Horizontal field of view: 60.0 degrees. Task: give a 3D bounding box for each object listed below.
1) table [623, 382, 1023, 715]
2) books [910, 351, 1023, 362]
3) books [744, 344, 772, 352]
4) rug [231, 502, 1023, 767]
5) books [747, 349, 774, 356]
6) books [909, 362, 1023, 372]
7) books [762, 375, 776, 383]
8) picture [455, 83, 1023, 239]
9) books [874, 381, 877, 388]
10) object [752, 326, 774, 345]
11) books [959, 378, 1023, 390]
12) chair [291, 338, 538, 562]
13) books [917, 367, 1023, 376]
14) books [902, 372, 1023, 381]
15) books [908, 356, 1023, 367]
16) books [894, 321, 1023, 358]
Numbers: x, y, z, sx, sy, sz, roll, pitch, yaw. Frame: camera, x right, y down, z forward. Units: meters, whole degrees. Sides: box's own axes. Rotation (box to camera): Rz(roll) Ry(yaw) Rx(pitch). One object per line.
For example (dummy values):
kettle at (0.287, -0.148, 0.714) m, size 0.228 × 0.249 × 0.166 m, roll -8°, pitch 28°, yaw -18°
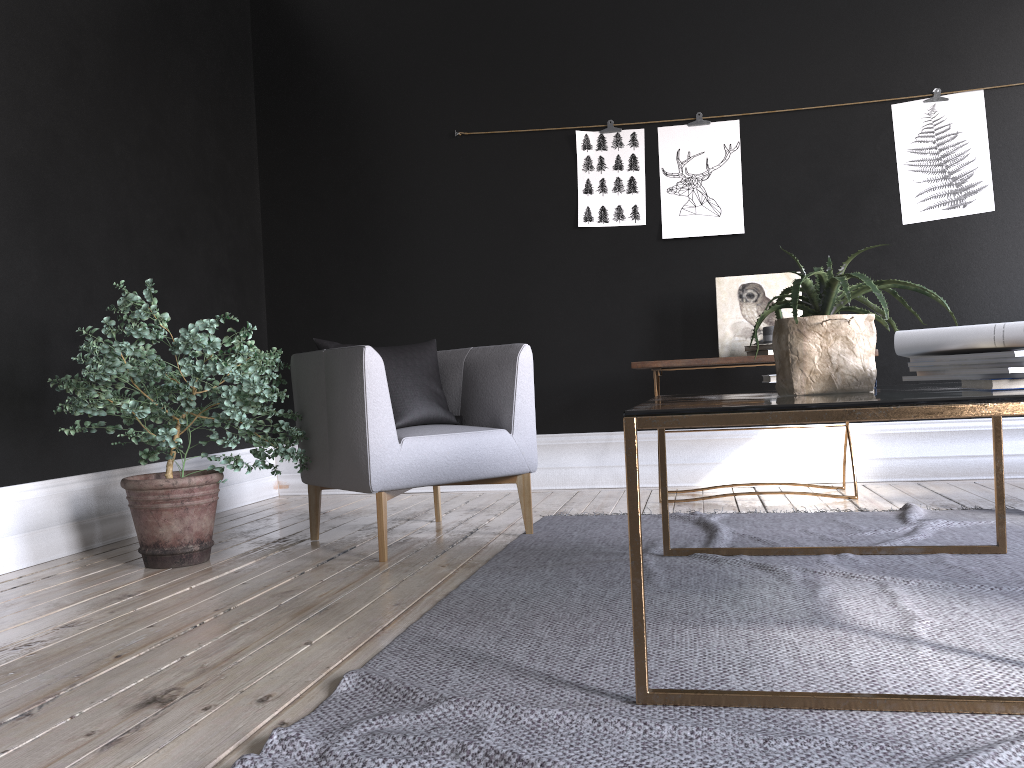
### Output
table at (0.904, 0.299, 2.275) m, size 1.093 × 0.558 × 1.448 m, roll -3°, pitch 0°, yaw 12°
books at (1.069, -0.063, 1.906) m, size 0.252 × 0.011 × 0.318 m, roll -3°, pitch 0°, yaw -12°
books at (1.348, -0.188, 4.483) m, size 0.193 × 0.030 × 0.289 m, roll -3°, pitch 0°, yaw -37°
rug at (0.760, 0.572, 2.265) m, size 2.106 × 0.050 × 3.643 m, roll -3°, pitch 0°, yaw 12°
books at (1.340, -0.159, 4.512) m, size 0.203 × 0.029 × 0.268 m, roll -3°, pitch 0°, yaw -8°
books at (1.084, -0.042, 1.930) m, size 0.252 × 0.011 × 0.318 m, roll -3°, pitch 0°, yaw -17°
books at (0.904, -0.021, 2.767) m, size 0.220 × 0.024 × 0.307 m, roll -3°, pitch 0°, yaw 12°
picture at (1.857, -1.243, 4.880) m, size 4.458 × 0.771 × 0.058 m, roll -3°, pitch 1°, yaw 12°
books at (0.969, 0.003, 2.750) m, size 0.193 × 0.030 × 0.289 m, roll -3°, pitch 0°, yaw -4°
object at (1.355, -0.247, 4.449) m, size 0.328 × 0.087 × 0.258 m, roll -3°, pitch 0°, yaw -22°
books at (1.075, -0.003, 1.894) m, size 0.162 × 0.023 × 0.231 m, roll -3°, pitch 0°, yaw 12°
chair at (-0.437, 0.222, 3.757) m, size 0.818 × 0.863 × 0.770 m, roll -3°, pitch 1°, yaw -38°
books at (1.083, -0.031, 1.915) m, size 0.252 × 0.011 × 0.318 m, roll -3°, pitch 0°, yaw -7°
books at (1.083, -0.021, 1.959) m, size 0.252 × 0.011 × 0.318 m, roll -3°, pitch 0°, yaw -22°
books at (1.073, -0.052, 1.914) m, size 0.252 × 0.011 × 0.318 m, roll -3°, pitch 0°, yaw -17°
books at (1.076, -0.076, 1.986) m, size 0.273 × 0.109 × 0.322 m, roll -3°, pitch 0°, yaw -43°
